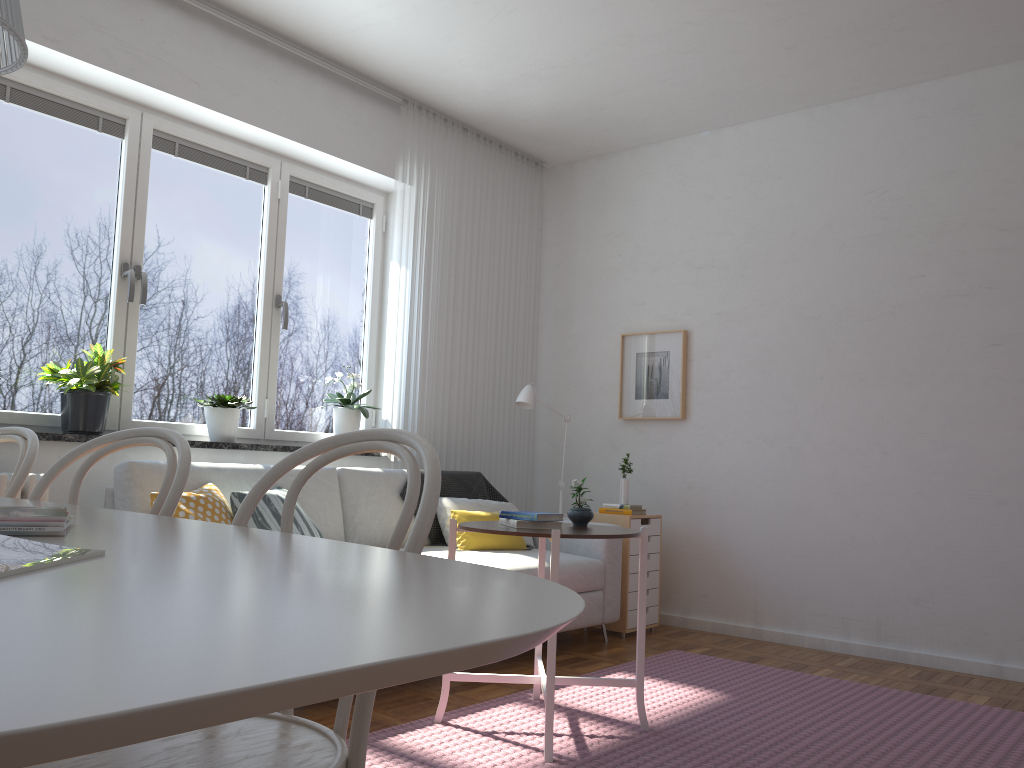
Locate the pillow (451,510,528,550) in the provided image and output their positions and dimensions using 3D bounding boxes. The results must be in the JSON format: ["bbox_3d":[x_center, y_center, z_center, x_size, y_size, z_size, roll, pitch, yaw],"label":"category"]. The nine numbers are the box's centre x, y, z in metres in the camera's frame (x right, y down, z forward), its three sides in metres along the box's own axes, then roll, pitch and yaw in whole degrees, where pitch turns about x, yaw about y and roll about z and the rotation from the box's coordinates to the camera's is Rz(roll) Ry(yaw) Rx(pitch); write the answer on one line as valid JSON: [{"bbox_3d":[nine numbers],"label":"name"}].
[{"bbox_3d":[-0.113,0.724,4.407,0.402,0.194,0.211,6,-6,-33],"label":"pillow"}]

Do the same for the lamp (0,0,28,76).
[{"bbox_3d":[-0.720,-1.178,1.127,0.293,1.494,0.293,3,-5,-6],"label":"lamp"}]

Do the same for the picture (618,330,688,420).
[{"bbox_3d":[0.843,-0.050,5.327,0.431,0.523,0.050,-2,-6,39],"label":"picture"}]

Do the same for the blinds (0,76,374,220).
[{"bbox_3d":[-1.701,-1.133,4.029,0.015,0.098,2.848,-1,-7,39],"label":"blinds"}]

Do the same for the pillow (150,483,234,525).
[{"bbox_3d":[-1.163,0.540,3.366,0.313,0.317,0.465,2,-5,7],"label":"pillow"}]

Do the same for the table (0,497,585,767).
[{"bbox_3d":[-0.980,0.548,1.104,2.289,0.769,0.932,-2,-7,39],"label":"table"}]

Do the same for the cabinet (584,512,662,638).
[{"bbox_3d":[0.603,1.041,4.908,0.301,0.642,0.349,-1,-6,39],"label":"cabinet"}]

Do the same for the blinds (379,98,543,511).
[{"bbox_3d":[-0.264,-0.091,5.275,0.055,2.883,1.294,-1,-6,39],"label":"blinds"}]

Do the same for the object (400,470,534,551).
[{"bbox_3d":[-0.193,0.794,4.787,0.677,0.647,0.980,2,-5,9],"label":"object"}]

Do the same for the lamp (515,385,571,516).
[{"bbox_3d":[-0.169,0.484,3.091,0.332,1.344,4.599,2,-5,9],"label":"lamp"}]

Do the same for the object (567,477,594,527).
[{"bbox_3d":[0.245,0.419,3.164,0.096,0.174,0.109,1,-5,18],"label":"object"}]

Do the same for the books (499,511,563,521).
[{"bbox_3d":[0.065,0.444,2.987,0.175,0.024,0.136,-3,-8,44],"label":"books"}]

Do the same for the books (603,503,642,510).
[{"bbox_3d":[0.616,0.680,4.928,0.175,0.024,0.136,-2,-7,39],"label":"books"}]

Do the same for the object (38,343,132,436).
[{"bbox_3d":[-1.759,0.017,3.647,0.333,0.384,0.300,6,-6,-35],"label":"object"}]

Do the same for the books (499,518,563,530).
[{"bbox_3d":[0.063,0.472,3.009,0.162,0.026,0.209,4,-6,-16],"label":"books"}]

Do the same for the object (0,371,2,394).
[{"bbox_3d":[-2.086,0.008,3.288,0.371,0.308,0.380,1,-5,14],"label":"object"}]

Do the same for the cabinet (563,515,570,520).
[{"bbox_3d":[0.312,1.080,5.208,0.400,0.599,0.400,-2,-6,39],"label":"cabinet"}]

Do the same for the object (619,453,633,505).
[{"bbox_3d":[0.633,0.525,4.930,0.082,0.287,0.085,7,-6,-44],"label":"object"}]

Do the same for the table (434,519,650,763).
[{"bbox_3d":[0.113,0.817,3.002,0.618,0.686,0.618,-1,-6,38],"label":"table"}]

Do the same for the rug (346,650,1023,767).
[{"bbox_3d":[0.949,1.162,2.689,2.366,0.008,2.460,-2,-7,39],"label":"rug"}]

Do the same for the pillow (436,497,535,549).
[{"bbox_3d":[-0.137,0.727,4.617,0.532,0.259,0.301,6,-6,-37],"label":"pillow"}]

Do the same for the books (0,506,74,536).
[{"bbox_3d":[-0.661,0.155,1.018,0.278,0.022,0.204,5,-6,-24],"label":"books"}]

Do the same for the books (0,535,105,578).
[{"bbox_3d":[-0.579,0.124,0.692,0.405,0.029,0.266,2,-5,-1],"label":"books"}]

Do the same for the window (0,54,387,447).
[{"bbox_3d":[-1.699,-0.516,3.959,0.151,1.508,3.024,-1,-6,39],"label":"window"}]

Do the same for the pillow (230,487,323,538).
[{"bbox_3d":[-0.940,0.570,3.615,0.309,0.288,0.470,1,-5,10],"label":"pillow"}]

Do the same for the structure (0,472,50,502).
[{"bbox_3d":[-2.062,0.602,2.969,0.224,0.623,0.973,-1,-6,39],"label":"structure"}]

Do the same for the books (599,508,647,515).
[{"bbox_3d":[0.617,0.707,4.932,0.211,0.028,0.164,-2,-7,39],"label":"books"}]

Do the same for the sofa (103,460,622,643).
[{"bbox_3d":[-0.567,0.804,3.960,1.004,0.841,2.465,-2,-7,39],"label":"sofa"}]

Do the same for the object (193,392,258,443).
[{"bbox_3d":[-1.354,0.158,4.174,0.283,0.237,0.267,0,-5,21],"label":"object"}]

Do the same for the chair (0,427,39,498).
[{"bbox_3d":[-0.653,0.485,3.321,0.448,1.340,3.700,0,-6,24],"label":"chair"}]

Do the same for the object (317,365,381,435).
[{"bbox_3d":[-0.919,0.131,4.797,0.340,0.443,0.286,0,-5,27],"label":"object"}]
